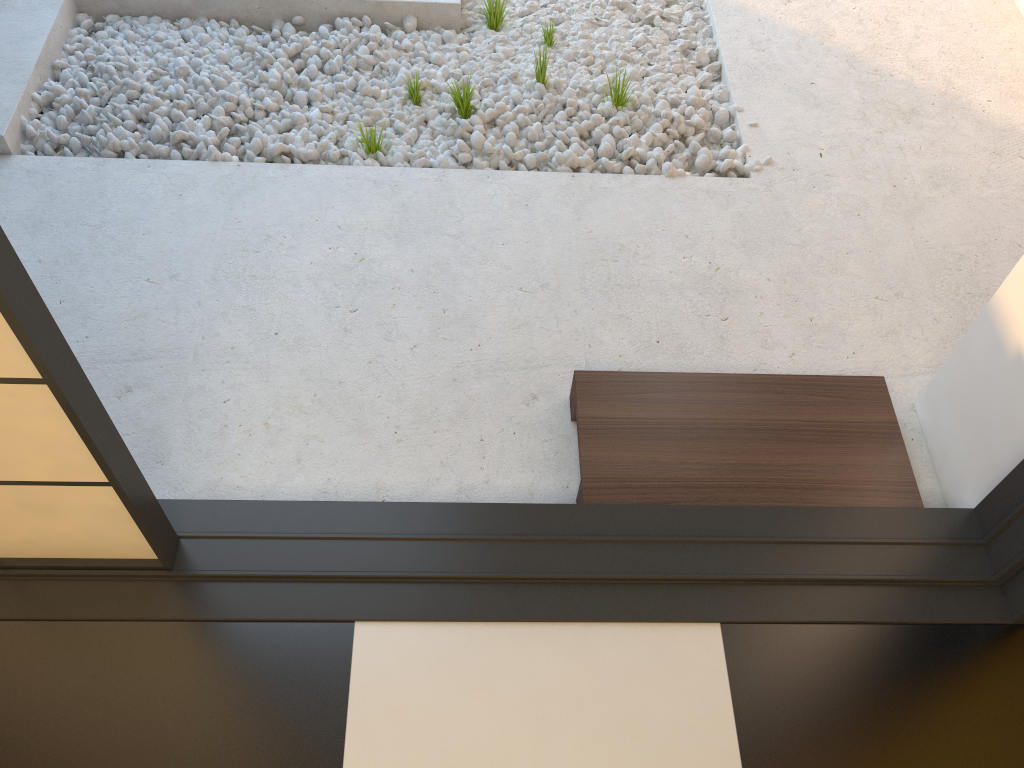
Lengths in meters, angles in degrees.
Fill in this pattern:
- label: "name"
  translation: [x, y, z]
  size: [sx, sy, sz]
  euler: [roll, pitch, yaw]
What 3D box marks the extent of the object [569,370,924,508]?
- label: "object"
  translation: [0.489, 0.145, 1.922]
  size: [0.703, 0.105, 0.335]
  euler: [1, 56, -3]
